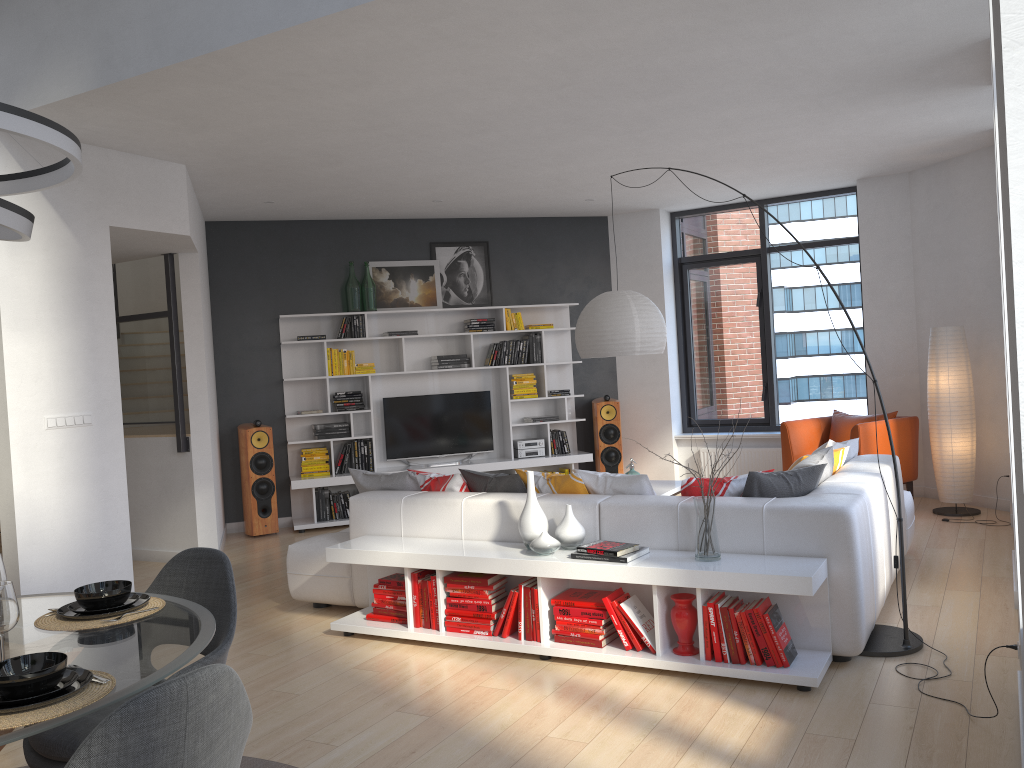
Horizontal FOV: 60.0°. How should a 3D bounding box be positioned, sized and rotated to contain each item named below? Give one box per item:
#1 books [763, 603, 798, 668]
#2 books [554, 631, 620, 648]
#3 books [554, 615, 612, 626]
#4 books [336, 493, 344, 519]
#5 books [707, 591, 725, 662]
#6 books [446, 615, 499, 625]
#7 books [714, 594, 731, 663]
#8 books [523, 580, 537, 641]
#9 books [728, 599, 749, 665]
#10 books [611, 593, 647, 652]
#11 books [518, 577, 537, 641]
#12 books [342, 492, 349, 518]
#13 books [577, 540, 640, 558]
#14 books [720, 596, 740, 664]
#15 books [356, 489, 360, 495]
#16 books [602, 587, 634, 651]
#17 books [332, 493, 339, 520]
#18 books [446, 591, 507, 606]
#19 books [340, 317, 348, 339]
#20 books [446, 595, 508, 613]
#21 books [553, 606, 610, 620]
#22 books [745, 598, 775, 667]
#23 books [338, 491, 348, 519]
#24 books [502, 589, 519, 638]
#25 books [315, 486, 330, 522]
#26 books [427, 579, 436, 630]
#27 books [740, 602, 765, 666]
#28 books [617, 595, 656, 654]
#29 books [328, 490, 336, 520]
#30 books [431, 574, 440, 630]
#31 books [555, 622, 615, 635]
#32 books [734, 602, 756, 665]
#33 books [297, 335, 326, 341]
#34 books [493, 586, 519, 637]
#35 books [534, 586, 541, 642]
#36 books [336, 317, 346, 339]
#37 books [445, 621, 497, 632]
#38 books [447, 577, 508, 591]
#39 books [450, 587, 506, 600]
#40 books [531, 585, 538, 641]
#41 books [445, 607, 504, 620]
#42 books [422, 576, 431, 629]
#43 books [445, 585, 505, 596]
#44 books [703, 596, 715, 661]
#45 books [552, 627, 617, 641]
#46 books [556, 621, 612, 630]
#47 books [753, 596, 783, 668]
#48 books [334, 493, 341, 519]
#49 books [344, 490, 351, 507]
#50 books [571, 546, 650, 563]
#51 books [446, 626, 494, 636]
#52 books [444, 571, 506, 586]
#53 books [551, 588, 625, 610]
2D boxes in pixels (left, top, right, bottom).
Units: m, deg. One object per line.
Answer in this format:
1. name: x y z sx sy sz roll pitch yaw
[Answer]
1. books: 1.177 1.100 3.888 0.103 0.230 0.173 -3 1 29
2. books: 0.371 1.237 4.358 0.259 0.034 0.206 -3 1 32
3. books: 0.369 1.133 4.347 0.261 0.027 0.191 -3 1 33
4. books: -1.660 1.172 8.550 0.050 0.242 0.169 -4 1 -17
5. books: 0.939 1.092 4.000 0.050 0.268 0.198 -3 1 29
6. books: -0.183 1.212 4.633 0.266 0.026 0.187 -3 1 28
7. books: 0.966 1.096 3.983 0.056 0.262 0.185 -3 1 29
8. books: 0.129 1.132 4.474 0.038 0.270 0.215 -3 1 29
9. books: 1.021 1.101 3.949 0.066 0.247 0.175 -3 1 29
10. books: 0.574 1.129 4.218 0.148 0.232 0.171 -3 1 31
11. books: 0.087 1.130 4.478 0.046 0.282 0.199 -3 1 29
12. books: -1.605 1.169 8.569 0.066 0.242 0.177 -4 1 -16
13. books: 0.461 0.790 4.257 0.238 0.027 0.188 -2 2 42
14. books: 1.001 1.098 3.973 0.076 0.252 0.199 -3 1 29
15. books: -1.501 1.152 8.624 0.066 0.260 0.197 -4 1 -16
16. books: 0.535 1.122 4.246 0.134 0.248 0.192 -3 1 29
17. books: -1.708 1.178 8.551 0.053 0.240 0.189 -4 1 -16
18. books: -0.183 1.115 4.652 0.261 0.027 0.191 -3 1 25
19. books: -1.642 -0.542 8.664 0.087 0.214 0.171 -4 1 -16
20. books: -0.171 1.147 4.665 0.279 0.039 0.206 -3 1 30
21. books: 0.373 1.099 4.362 0.279 0.039 0.206 -3 1 28
22. books: 1.115 1.094 3.915 0.119 0.249 0.187 -3 1 29
23. books: -1.636 1.165 8.569 0.066 0.255 0.193 -4 1 -16
24. books: 0.033 1.148 4.509 0.115 0.245 0.192 -3 1 29
25. books: -1.830 1.148 8.525 0.128 0.321 0.259 -4 1 -16
26. books: -0.379 1.161 4.757 0.042 0.259 0.195 -3 1 29
27. books: 1.078 1.103 3.929 0.083 0.233 0.178 -3 1 29
28. books: 0.623 1.132 4.191 0.186 0.223 0.188 -3 1 29
29. books: -1.741 1.164 8.546 0.053 0.268 0.202 -4 1 -16
30. books: -0.348 1.144 4.744 0.049 0.291 0.214 -3 1 29
31. books: 0.368 1.182 4.355 0.257 0.025 0.182 -3 1 29
32. books: 1.055 1.105 3.937 0.081 0.230 0.165 -3 1 29
33. books: -1.933 -0.440 8.559 0.268 0.046 0.208 -4 1 -13
34. books: 0.000 1.149 4.536 0.144 0.247 0.188 -3 1 29
35. books: 0.167 1.131 4.425 0.028 0.269 0.181 -3 1 29
36. books: -1.672 -0.540 8.649 0.096 0.213 0.166 -4 1 -18
37. books: -0.182 1.239 4.629 0.282 0.030 0.188 -3 1 30
38. books: -0.180 1.041 4.643 0.266 0.026 0.187 -3 1 23
39. books: -0.179 1.090 4.643 0.236 0.023 0.178 -3 1 29
40. books: 0.151 1.134 4.451 0.028 0.266 0.188 -3 1 29
41. books: -0.164 1.183 4.662 0.301 0.032 0.227 -3 1 29
42. books: -0.408 1.163 4.784 0.034 0.259 0.207 -3 1 29
43. books: -0.192 1.067 4.658 0.257 0.025 0.182 -3 1 29
44. books: 0.904 1.103 4.011 0.026 0.250 0.168 -3 1 29
45. books: 0.357 1.208 4.354 0.266 0.026 0.187 -3 1 35
46. books: 0.361 1.159 4.348 0.236 0.023 0.178 -3 1 29
47. books: 1.146 1.088 3.902 0.116 0.255 0.198 -3 1 29
48. books: -1.683 1.177 8.551 0.049 0.236 0.170 -4 1 -16
49. books: -1.573 1.162 8.582 0.083 0.249 0.191 -4 1 -16
50. books: 0.476 0.815 4.279 0.300 0.026 0.245 -3 1 34
51. books: -0.174 1.267 4.647 0.274 0.029 0.200 -3 1 29
52. books: -0.194 1.012 4.658 0.259 0.034 0.206 -3 1 26
53. books: 0.377 1.063 4.385 0.301 0.032 0.227 -3 1 29
